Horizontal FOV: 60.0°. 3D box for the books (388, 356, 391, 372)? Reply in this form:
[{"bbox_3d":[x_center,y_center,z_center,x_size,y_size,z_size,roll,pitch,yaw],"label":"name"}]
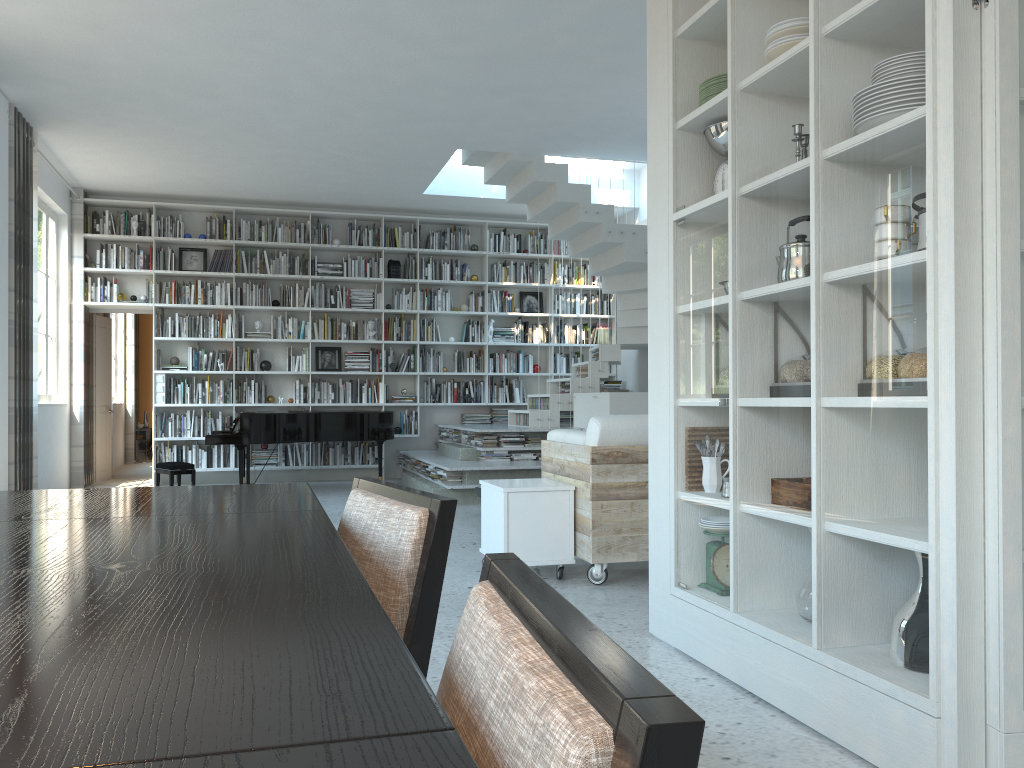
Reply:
[{"bbox_3d":[-1.477,-0.231,10.616,0.027,0.192,0.182,0,-1,-16],"label":"books"}]

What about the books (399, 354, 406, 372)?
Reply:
[{"bbox_3d":[-1.334,-0.245,10.681,0.095,0.226,0.144,0,-1,-16],"label":"books"}]

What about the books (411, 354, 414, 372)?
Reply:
[{"bbox_3d":[-1.216,-0.246,10.689,0.029,0.223,0.171,0,-1,-16],"label":"books"}]

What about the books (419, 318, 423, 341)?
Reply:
[{"bbox_3d":[-1.109,-0.645,10.730,0.035,0.288,0.191,0,-1,-16],"label":"books"}]

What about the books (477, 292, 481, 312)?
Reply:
[{"bbox_3d":[-0.408,-0.996,10.930,0.016,0.257,0.176,0,-1,-16],"label":"books"}]

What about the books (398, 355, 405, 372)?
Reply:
[{"bbox_3d":[-1.344,-0.237,10.657,0.089,0.210,0.175,0,-1,-16],"label":"books"}]

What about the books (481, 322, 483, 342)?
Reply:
[{"bbox_3d":[-0.387,-0.626,10.929,0.011,0.252,0.169,0,-1,-16],"label":"books"}]

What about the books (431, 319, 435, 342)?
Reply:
[{"bbox_3d":[-0.958,-0.645,10.783,0.013,0.287,0.159,0,-1,-16],"label":"books"}]

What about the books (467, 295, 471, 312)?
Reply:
[{"bbox_3d":[-0.526,-0.978,10.919,0.015,0.220,0.140,0,-1,-16],"label":"books"}]

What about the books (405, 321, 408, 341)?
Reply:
[{"bbox_3d":[-1.285,-0.623,10.664,0.027,0.242,0.188,0,-1,-16],"label":"books"}]

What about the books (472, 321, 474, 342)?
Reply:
[{"bbox_3d":[-0.494,-0.631,10.908,0.018,0.263,0.165,0,-1,-16],"label":"books"}]

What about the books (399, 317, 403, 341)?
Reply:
[{"bbox_3d":[-1.338,-0.649,10.652,0.019,0.293,0.182,0,-1,-16],"label":"books"}]

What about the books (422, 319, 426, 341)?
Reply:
[{"bbox_3d":[-1.062,-0.641,10.727,0.013,0.279,0.191,0,-1,-16],"label":"books"}]

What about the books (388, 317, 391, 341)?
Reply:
[{"bbox_3d":[-1.476,-0.649,10.629,0.035,0.293,0.145,0,-1,-16],"label":"books"}]

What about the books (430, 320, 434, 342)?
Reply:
[{"bbox_3d":[-0.971,-0.636,10.773,0.006,0.270,0.178,0,-1,-16],"label":"books"}]

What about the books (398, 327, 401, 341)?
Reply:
[{"bbox_3d":[-1.367,-0.592,10.684,0.030,0.181,0.131,0,-1,-16],"label":"books"}]

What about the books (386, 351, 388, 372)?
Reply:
[{"bbox_3d":[-1.510,-0.261,10.628,0.028,0.253,0.142,0,-1,-16],"label":"books"}]

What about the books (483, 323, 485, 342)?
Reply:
[{"bbox_3d":[-0.356,-0.622,10.944,0.010,0.245,0.158,0,-1,-16],"label":"books"}]

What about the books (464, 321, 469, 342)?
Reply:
[{"bbox_3d":[-0.559,-0.632,10.894,0.021,0.264,0.174,0,-1,-16],"label":"books"}]

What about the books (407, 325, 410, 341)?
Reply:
[{"bbox_3d":[-1.263,-0.604,10.679,0.034,0.204,0.181,0,-1,-16],"label":"books"}]

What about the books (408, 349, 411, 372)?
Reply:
[{"bbox_3d":[-1.242,-0.277,10.704,0.013,0.286,0.138,0,-1,-16],"label":"books"}]

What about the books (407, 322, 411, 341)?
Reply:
[{"bbox_3d":[-1.244,-0.621,10.705,0.028,0.239,0.145,0,-1,-16],"label":"books"}]

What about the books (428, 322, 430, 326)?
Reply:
[{"bbox_3d":[-1.015,-0.622,10.766,0.008,0.242,0.169,0,-1,-16],"label":"books"}]

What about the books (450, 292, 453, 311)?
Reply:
[{"bbox_3d":[-0.751,-0.995,10.853,0.034,0.254,0.161,0,-1,-16],"label":"books"}]

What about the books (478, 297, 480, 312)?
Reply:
[{"bbox_3d":[-0.424,-0.969,10.936,0.013,0.202,0.173,0,-1,-16],"label":"books"}]

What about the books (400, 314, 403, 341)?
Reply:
[{"bbox_3d":[-1.331,-0.671,10.674,0.021,0.337,0.169,0,-1,-16],"label":"books"}]

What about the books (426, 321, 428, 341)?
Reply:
[{"bbox_3d":[-1.043,-0.629,10.762,0.013,0.256,0.144,0,-1,-16],"label":"books"}]

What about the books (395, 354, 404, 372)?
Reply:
[{"bbox_3d":[-1.359,-0.247,10.648,0.095,0.228,0.190,0,-1,-16],"label":"books"}]

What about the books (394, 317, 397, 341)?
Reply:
[{"bbox_3d":[-1.403,-0.649,10.648,0.019,0.294,0.163,0,-1,-16],"label":"books"}]

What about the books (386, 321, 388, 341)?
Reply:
[{"bbox_3d":[-1.512,-0.626,10.646,0.013,0.247,0.176,0,-1,-16],"label":"books"}]

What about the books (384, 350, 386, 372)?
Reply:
[{"bbox_3d":[-1.536,-0.267,10.624,0.024,0.263,0.154,0,-1,-16],"label":"books"}]

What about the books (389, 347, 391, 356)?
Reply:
[{"bbox_3d":[-1.462,-0.288,10.636,0.013,0.307,0.141,0,-1,-16],"label":"books"}]

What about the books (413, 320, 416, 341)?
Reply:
[{"bbox_3d":[-1.186,-0.635,10.728,0.033,0.268,0.142,0,-1,-16],"label":"books"}]

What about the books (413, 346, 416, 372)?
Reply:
[{"bbox_3d":[-1.178,-0.297,10.710,0.014,0.325,0.183,0,-1,-16],"label":"books"}]

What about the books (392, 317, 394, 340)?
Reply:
[{"bbox_3d":[-1.442,-0.648,10.650,0.035,0.293,0.145,0,-1,-16],"label":"books"}]

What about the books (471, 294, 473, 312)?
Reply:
[{"bbox_3d":[-0.506,-0.984,10.919,0.012,0.232,0.154,0,-1,-16],"label":"books"}]

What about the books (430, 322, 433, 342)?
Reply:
[{"bbox_3d":[-0.984,-0.622,10.779,0.017,0.243,0.132,0,-1,-16],"label":"books"}]

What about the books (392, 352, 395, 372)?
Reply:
[{"bbox_3d":[-1.430,-0.259,10.655,0.035,0.248,0.141,0,-1,-16],"label":"books"}]

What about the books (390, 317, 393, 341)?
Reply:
[{"bbox_3d":[-1.450,-0.649,10.632,0.035,0.293,0.145,0,-1,-16],"label":"books"}]

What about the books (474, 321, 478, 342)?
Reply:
[{"bbox_3d":[-0.449,-0.637,10.930,0.032,0.274,0.154,0,-1,-16],"label":"books"}]

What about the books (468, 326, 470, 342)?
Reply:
[{"bbox_3d":[-0.536,-0.605,10.893,0.006,0.210,0.188,0,-1,-16],"label":"books"}]

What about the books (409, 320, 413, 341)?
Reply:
[{"bbox_3d":[-1.220,-0.635,10.706,0.032,0.266,0.143,0,-1,-16],"label":"books"}]

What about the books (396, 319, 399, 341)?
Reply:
[{"bbox_3d":[-1.391,-0.641,10.675,0.035,0.278,0.139,0,-1,-16],"label":"books"}]

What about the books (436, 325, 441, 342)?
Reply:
[{"bbox_3d":[-0.903,-0.605,10.778,0.051,0.210,0.176,0,-1,-16],"label":"books"}]

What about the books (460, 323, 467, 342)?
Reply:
[{"bbox_3d":[-0.596,-0.619,10.890,0.056,0.241,0.153,0,-1,-16],"label":"books"}]

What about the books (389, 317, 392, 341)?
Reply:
[{"bbox_3d":[-1.467,-0.648,10.643,0.035,0.293,0.145,0,-1,-16],"label":"books"}]

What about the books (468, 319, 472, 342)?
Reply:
[{"bbox_3d":[-0.519,-0.647,10.915,0.013,0.295,0.154,0,-1,-16],"label":"books"}]

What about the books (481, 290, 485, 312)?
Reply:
[{"bbox_3d":[-0.361,-1.007,10.940,0.005,0.278,0.182,0,-1,-16],"label":"books"}]

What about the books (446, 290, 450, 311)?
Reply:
[{"bbox_3d":[-0.782,-1.005,10.820,0.024,0.272,0.169,0,-1,-16],"label":"books"}]

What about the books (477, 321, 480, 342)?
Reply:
[{"bbox_3d":[-0.422,-0.636,10.915,0.012,0.273,0.183,0,-1,-16],"label":"books"}]

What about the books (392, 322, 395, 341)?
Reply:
[{"bbox_3d":[-1.421,-0.618,10.646,0.015,0.232,0.180,0,-1,-16],"label":"books"}]

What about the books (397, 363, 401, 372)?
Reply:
[{"bbox_3d":[-1.356,-0.243,10.668,0.088,0.220,0.138,0,-1,-16],"label":"books"}]

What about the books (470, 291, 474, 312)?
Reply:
[{"bbox_3d":[-0.490,-1.002,10.911,0.015,0.267,0.164,0,-1,-16],"label":"books"}]

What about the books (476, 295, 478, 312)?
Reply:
[{"bbox_3d":[-0.452,-0.982,10.935,0.016,0.228,0.160,0,-1,-16],"label":"books"}]

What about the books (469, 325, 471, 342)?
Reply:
[{"bbox_3d":[-0.527,-0.609,10.896,0.013,0.219,0.187,0,-1,-16],"label":"books"}]

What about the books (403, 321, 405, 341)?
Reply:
[{"bbox_3d":[-1.314,-0.628,10.682,0.033,0.253,0.174,0,-1,-16],"label":"books"}]

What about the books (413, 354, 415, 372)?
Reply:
[{"bbox_3d":[-1.195,-0.247,10.707,0.021,0.226,0.148,0,-1,-16],"label":"books"}]

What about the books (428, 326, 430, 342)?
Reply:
[{"bbox_3d":[-1.020,-0.598,10.737,0.017,0.192,0.191,0,-1,-16],"label":"books"}]
